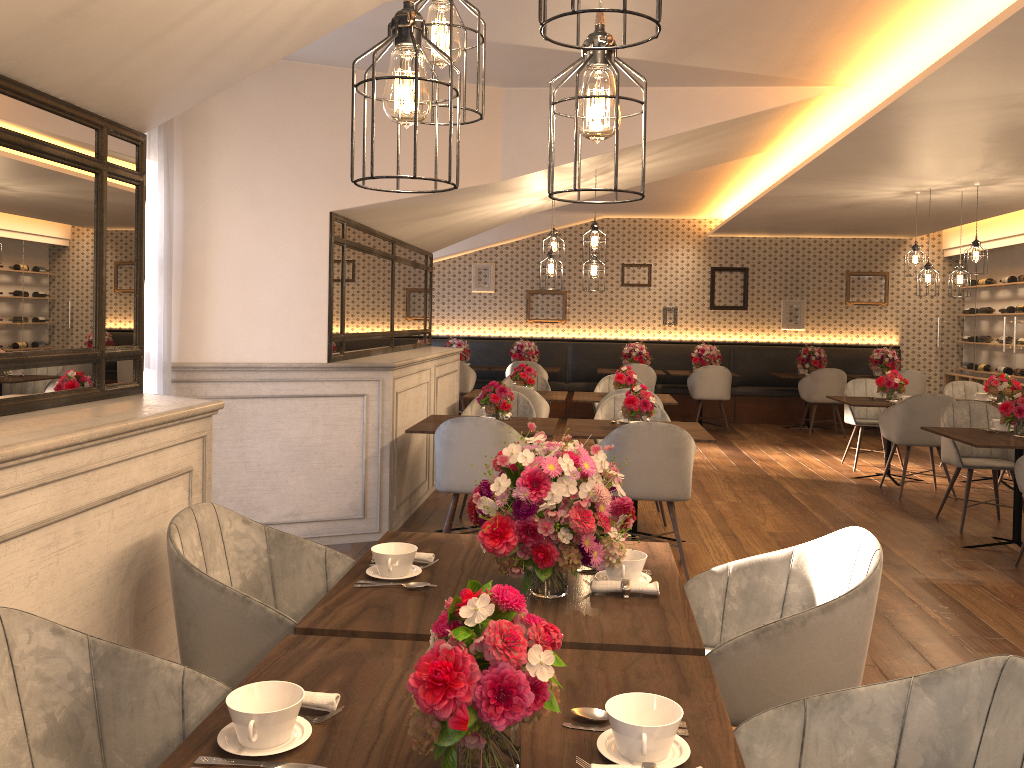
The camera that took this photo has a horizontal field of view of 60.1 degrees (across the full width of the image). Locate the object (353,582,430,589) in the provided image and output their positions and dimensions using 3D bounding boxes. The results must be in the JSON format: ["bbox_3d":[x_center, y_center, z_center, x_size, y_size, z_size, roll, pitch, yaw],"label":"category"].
[{"bbox_3d":[-0.306,0.512,2.248,0.197,0.015,0.043,1,4,1],"label":"object"}]

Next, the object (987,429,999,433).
[{"bbox_3d":[3.200,0.313,5.904,0.022,0.004,0.211,1,4,5],"label":"object"}]

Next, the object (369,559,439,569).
[{"bbox_3d":[-0.298,0.493,2.441,0.192,0.024,0.025,1,3,5],"label":"object"}]

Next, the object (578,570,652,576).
[{"bbox_3d":[0.275,0.515,2.423,0.211,0.004,0.022,1,4,5],"label":"object"}]

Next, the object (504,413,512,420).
[{"bbox_3d":[-0.031,0.220,6.079,0.056,0.039,0.176,1,4,5],"label":"object"}]

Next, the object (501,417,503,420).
[{"bbox_3d":[-0.067,0.227,6.073,0.025,0.024,0.193,1,4,5],"label":"object"}]

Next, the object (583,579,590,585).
[{"bbox_3d":[0.278,0.517,2.265,0.192,0.024,0.025,1,3,5],"label":"object"}]

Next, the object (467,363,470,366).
[{"bbox_3d":[-0.626,-0.276,12.617,0.056,0.039,0.176,1,4,5],"label":"object"}]

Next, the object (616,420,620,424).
[{"bbox_3d":[0.716,0.259,5.985,0.022,0.004,0.211,1,4,5],"label":"object"}]

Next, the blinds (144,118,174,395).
[{"bbox_3d":[-1.993,-0.308,4.337,0.134,2.696,1.382,1,2,5],"label":"blinds"}]

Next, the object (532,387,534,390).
[{"bbox_3d":[0.180,0.053,8.390,0.056,0.039,0.176,1,4,5],"label":"object"}]

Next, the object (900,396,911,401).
[{"bbox_3d":[3.486,0.145,7.782,0.148,0.072,0.148,0,4,-17],"label":"object"}]

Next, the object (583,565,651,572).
[{"bbox_3d":[0.285,0.507,2.457,0.197,0.015,0.043,1,4,1],"label":"object"}]

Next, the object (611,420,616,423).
[{"bbox_3d":[0.682,0.252,5.995,0.043,0.015,0.198,1,4,1],"label":"object"}]

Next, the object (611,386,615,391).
[{"bbox_3d":[1.008,0.057,8.315,0.148,0.072,0.148,-1,4,-27],"label":"object"}]

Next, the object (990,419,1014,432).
[{"bbox_3d":[3.280,0.279,5.922,0.148,0.072,0.148,0,4,-17],"label":"object"}]

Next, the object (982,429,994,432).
[{"bbox_3d":[3.165,0.306,5.914,0.043,0.015,0.198,1,4,1],"label":"object"}]

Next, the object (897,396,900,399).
[{"bbox_3d":[3.619,0.120,8.381,0.056,0.039,0.176,1,4,5],"label":"object"}]

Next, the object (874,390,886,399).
[{"bbox_3d":[3.506,0.100,8.391,0.148,0.072,0.148,0,4,-17],"label":"object"}]

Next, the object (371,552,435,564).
[{"bbox_3d":[-0.305,0.483,2.476,0.175,0.039,0.056,1,3,5],"label":"object"}]

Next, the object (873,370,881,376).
[{"bbox_3d":[5.014,-0.147,12.103,0.148,0.072,0.148,-2,5,-42],"label":"object"}]

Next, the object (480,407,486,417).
[{"bbox_3d":[-0.145,0.201,6.089,0.148,0.072,0.148,-1,4,-27],"label":"object"}]

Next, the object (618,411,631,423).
[{"bbox_3d":[0.796,0.225,6.003,0.148,0.072,0.148,-1,4,-27],"label":"object"}]

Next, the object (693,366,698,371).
[{"bbox_3d":[2.594,-0.210,12.323,0.148,0.072,0.148,-2,5,-37],"label":"object"}]

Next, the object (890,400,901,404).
[{"bbox_3d":[3.372,0.159,7.792,0.056,0.039,0.176,1,4,5],"label":"object"}]

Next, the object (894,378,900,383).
[{"bbox_3d":[3.479,-0.029,8.039,0.045,0.052,0.077,0,4,-33],"label":"object"}]

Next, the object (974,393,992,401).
[{"bbox_3d":[4.421,0.123,8.308,0.148,0.072,0.148,0,4,-17],"label":"object"}]

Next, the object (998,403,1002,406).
[{"bbox_3d":[4.287,0.182,7.709,0.056,0.039,0.176,1,4,5],"label":"object"}]

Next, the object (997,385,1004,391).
[{"bbox_3d":[4.374,0.034,7.939,0.049,0.052,0.077,2,3,15],"label":"object"}]

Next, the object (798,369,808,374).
[{"bbox_3d":[4.016,-0.173,12.193,0.148,0.072,0.148,-2,5,-37],"label":"object"}]

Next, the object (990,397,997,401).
[{"bbox_3d":[4.534,0.143,8.298,0.056,0.039,0.176,1,4,5],"label":"object"}]

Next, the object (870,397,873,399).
[{"bbox_3d":[3.391,0.127,8.383,0.043,0.015,0.198,1,4,1],"label":"object"}]

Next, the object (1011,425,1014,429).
[{"bbox_3d":[3.393,0.299,5.913,0.056,0.039,0.176,1,4,5],"label":"object"}]

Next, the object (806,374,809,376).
[{"bbox_3d":[3.883,-0.114,11.594,0.056,0.039,0.176,1,4,5],"label":"object"}]

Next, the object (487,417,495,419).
[{"bbox_3d":[-0.164,0.246,5.480,0.148,0.072,0.148,-1,4,-27],"label":"object"}]

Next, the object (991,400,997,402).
[{"bbox_3d":[4.498,0.150,8.292,0.025,0.024,0.193,1,4,5],"label":"object"}]

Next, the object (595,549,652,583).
[{"bbox_3d":[0.295,0.487,2.343,0.148,0.072,0.148,-2,5,-42],"label":"object"}]

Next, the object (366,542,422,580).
[{"bbox_3d":[-0.314,0.474,2.362,0.148,0.072,0.148,-2,5,-42],"label":"object"}]

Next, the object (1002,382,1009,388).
[{"bbox_3d":[4.397,0.005,7.924,0.048,0.052,0.076,0,3,-15],"label":"object"}]

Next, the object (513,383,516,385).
[{"bbox_3d":[0.067,0.033,8.400,0.148,0.072,0.148,-1,4,-27],"label":"object"}]

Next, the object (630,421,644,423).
[{"bbox_3d":[0.777,0.270,5.394,0.148,0.072,0.148,-1,4,-27],"label":"object"}]

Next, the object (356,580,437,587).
[{"bbox_3d":[-0.296,0.515,2.283,0.211,0.004,0.022,1,4,5],"label":"object"}]

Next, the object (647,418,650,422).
[{"bbox_3d":[0.910,0.245,5.993,0.056,0.039,0.176,1,4,5],"label":"object"}]
